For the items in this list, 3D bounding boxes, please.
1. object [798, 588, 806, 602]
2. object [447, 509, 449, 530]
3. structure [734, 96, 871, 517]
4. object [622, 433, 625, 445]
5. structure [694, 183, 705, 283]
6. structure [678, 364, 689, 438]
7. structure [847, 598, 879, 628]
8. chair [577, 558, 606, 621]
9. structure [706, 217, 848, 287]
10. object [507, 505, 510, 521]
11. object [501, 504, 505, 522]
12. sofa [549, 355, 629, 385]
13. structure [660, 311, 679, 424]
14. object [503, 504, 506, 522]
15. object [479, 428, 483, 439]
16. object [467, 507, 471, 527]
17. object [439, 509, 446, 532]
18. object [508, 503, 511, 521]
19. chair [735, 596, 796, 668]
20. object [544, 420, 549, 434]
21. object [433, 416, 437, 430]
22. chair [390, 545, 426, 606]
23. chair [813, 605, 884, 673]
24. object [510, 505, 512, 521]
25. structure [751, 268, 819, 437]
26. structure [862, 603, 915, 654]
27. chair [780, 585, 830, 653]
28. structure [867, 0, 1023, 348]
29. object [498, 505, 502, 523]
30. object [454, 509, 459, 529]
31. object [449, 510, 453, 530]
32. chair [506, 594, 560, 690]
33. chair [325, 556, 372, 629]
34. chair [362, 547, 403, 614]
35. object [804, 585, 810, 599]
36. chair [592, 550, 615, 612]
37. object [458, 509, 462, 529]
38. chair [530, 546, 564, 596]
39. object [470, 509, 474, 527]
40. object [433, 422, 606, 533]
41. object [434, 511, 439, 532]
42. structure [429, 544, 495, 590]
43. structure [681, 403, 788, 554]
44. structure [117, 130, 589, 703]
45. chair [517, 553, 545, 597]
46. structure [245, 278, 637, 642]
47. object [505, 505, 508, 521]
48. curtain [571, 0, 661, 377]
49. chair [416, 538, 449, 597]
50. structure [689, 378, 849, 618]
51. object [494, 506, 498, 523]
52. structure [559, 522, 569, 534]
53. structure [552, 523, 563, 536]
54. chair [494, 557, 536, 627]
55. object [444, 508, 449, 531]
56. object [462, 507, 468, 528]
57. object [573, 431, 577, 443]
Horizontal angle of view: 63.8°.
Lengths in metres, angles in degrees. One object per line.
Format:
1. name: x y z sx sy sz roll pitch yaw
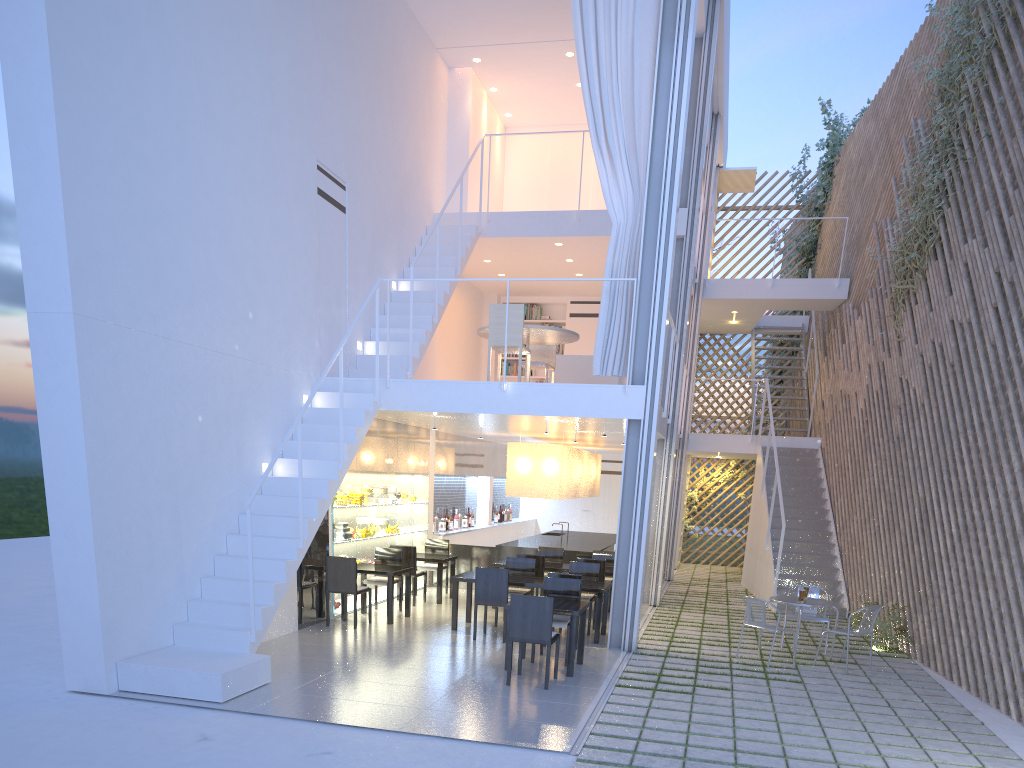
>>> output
1. object: 1.590 1.161 4.518 0.031 0.081 0.029 -4 14 -31
2. object: -0.838 1.015 6.232 0.066 0.299 2.093 6 -5 15
3. structure: 3.314 -0.441 9.882 1.110 4.760 3.139 6 8 13
4. object: 0.764 0.373 5.588 0.028 0.083 0.027 8 14 24
5. structure: 1.462 -1.296 6.482 0.028 0.573 1.660 7 -3 15
6. structure: 1.397 0.114 6.848 0.028 0.573 1.660 7 -3 15
7. structure: 2.430 1.589 5.618 0.263 0.274 0.254 5 5 21
8. chair: 0.541 1.386 5.573 0.191 0.462 0.224 6 11 14
9. structure: 2.330 -1.158 7.285 1.133 0.601 0.025 2 14 12
10. object: -0.044 1.448 9.213 0.045 0.197 0.042 6 14 13
11. object: -0.107 1.413 9.013 0.046 0.215 0.043 6 14 13
12. sofa: 0.615 0.046 6.207 0.496 0.382 0.959 3 -3 14
13. structure: 0.955 -0.103 5.113 0.028 0.573 1.658 7 -3 15
14. object: -0.089 1.424 9.095 0.045 0.214 0.044 6 14 15
15. object: -0.219 0.347 5.806 0.028 0.083 0.027 8 14 24
16. object: -0.414 1.273 7.855 0.044 0.204 0.042 4 14 5
17. object: -0.832 1.005 6.139 0.046 0.299 1.948 7 -5 15
18. object: -0.037 1.446 9.272 0.045 0.214 0.044 -7 16 -34
19. chair: 1.365 1.325 4.432 0.247 0.400 0.248 -3 10 -31
20. object: 0.200 0.247 4.726 0.028 0.083 0.027 8 14 24
21. object: -0.457 0.230 4.872 0.028 0.083 0.027 8 14 24
22. chair: -0.735 1.350 5.837 0.191 0.462 0.224 6 11 14
23. chair: 1.823 1.347 4.412 0.259 0.401 0.236 -3 11 -36
24. object: -0.021 1.461 9.333 0.043 0.196 0.041 9 15 25
25. structure: 2.779 -0.344 8.450 0.535 1.984 1.188 5 9 9
26. structure: 2.295 1.478 4.996 0.296 0.340 0.300 3 5 -1
27. chair: 1.760 1.401 4.929 0.261 0.401 0.234 5 9 13
28. structure: 2.715 -1.422 4.858 0.742 2.860 2.241 4 7 6
29. object: -0.127 1.401 8.870 0.044 0.204 0.042 4 14 5
30. object: -0.504 1.226 7.458 0.043 0.196 0.040 6 14 14
31. object: -0.834 1.006 6.157 0.058 0.304 2.372 7 -5 16
32. chair: 0.105 1.159 3.750 0.191 0.462 0.224 6 11 14
33. chair: -0.971 1.234 4.911 0.191 0.462 0.224 6 11 14
34. chair: -0.850 1.293 5.384 0.191 0.462 0.224 6 11 14
35. object: 1.675 1.185 4.690 0.031 0.081 0.029 -4 14 -31
36. chair: 0.653 1.441 6.013 0.191 0.462 0.224 6 11 14
37. object: -0.481 1.242 7.578 0.045 0.197 0.042 -5 15 -28
38. chair: 0.256 1.431 6.102 0.191 0.462 0.224 6 11 14
39. object: -0.382 1.288 7.918 0.042 0.192 0.038 -1 14 -15
40. object: -0.114 0.728 5.761 1.664 0.855 1.792 3 -2 11
41. object: -0.874 0.997 6.083 0.045 0.299 1.828 7 -5 16
42. structure: -0.410 1.491 6.715 0.553 0.391 0.011 3 14 12
43. structure: 2.517 1.166 9.643 1.136 2.108 0.271 5 14 12
44. structure: -0.225 -0.238 4.398 1.717 3.474 3.521 6 4 14
45. chair: 0.143 1.376 5.661 0.191 0.462 0.224 6 11 14
46. structure: -0.253 0.294 3.825 1.356 1.884 1.375 5 7 14
47. object: -0.072 1.441 9.165 0.045 0.197 0.042 -5 16 -29
48. curtain: 0.446 -1.277 4.090 0.513 2.553 0.090 5 15 9
49. chair: -0.614 1.409 6.310 0.191 0.462 0.224 6 11 14
50. structure: 2.129 0.870 6.985 1.181 2.058 1.874 4 5 8
51. object: -0.168 1.395 8.775 0.042 0.192 0.038 -1 14 -15
52. structure: 0.523 1.465 8.380 0.112 0.131 0.032 4 13 12
53. structure: 0.442 1.425 8.062 0.112 0.131 0.032 4 13 12
54. chair: 0.020 1.315 5.176 0.191 0.462 0.224 6 11 14
55. object: -0.820 1.011 6.183 0.105 0.299 2.025 7 -5 17
56. object: -0.435 1.249 7.692 0.045 0.214 0.044 6 14 15
57. object: 0.438 0.364 5.660 0.028 0.083 0.027 8 14 24
